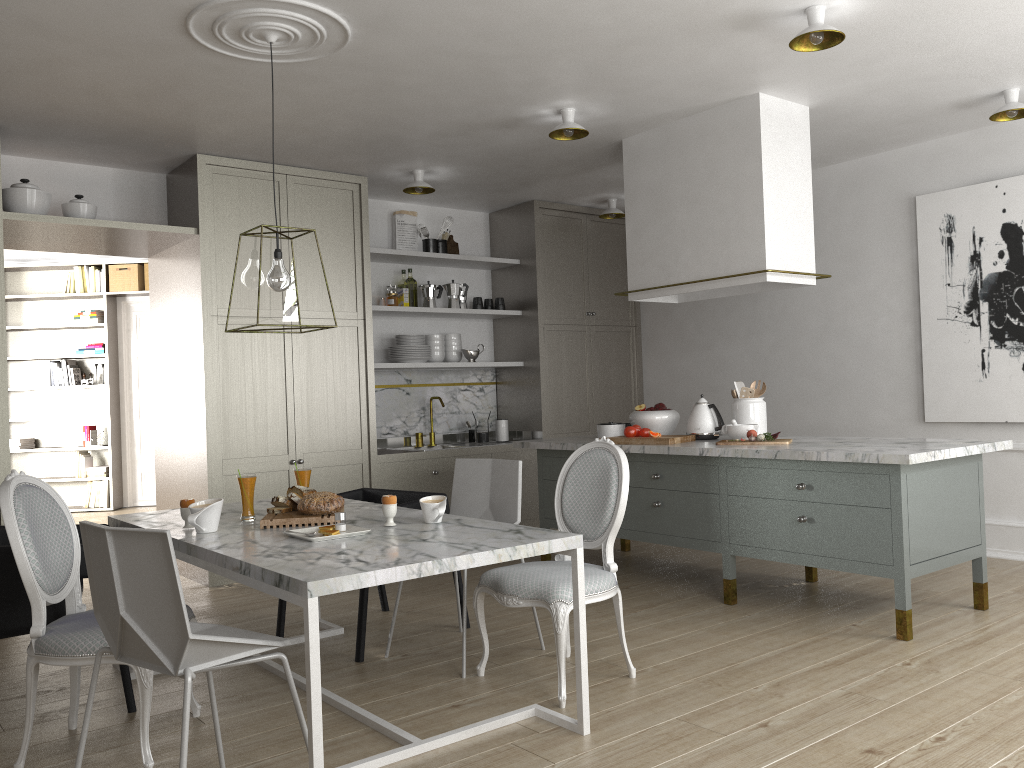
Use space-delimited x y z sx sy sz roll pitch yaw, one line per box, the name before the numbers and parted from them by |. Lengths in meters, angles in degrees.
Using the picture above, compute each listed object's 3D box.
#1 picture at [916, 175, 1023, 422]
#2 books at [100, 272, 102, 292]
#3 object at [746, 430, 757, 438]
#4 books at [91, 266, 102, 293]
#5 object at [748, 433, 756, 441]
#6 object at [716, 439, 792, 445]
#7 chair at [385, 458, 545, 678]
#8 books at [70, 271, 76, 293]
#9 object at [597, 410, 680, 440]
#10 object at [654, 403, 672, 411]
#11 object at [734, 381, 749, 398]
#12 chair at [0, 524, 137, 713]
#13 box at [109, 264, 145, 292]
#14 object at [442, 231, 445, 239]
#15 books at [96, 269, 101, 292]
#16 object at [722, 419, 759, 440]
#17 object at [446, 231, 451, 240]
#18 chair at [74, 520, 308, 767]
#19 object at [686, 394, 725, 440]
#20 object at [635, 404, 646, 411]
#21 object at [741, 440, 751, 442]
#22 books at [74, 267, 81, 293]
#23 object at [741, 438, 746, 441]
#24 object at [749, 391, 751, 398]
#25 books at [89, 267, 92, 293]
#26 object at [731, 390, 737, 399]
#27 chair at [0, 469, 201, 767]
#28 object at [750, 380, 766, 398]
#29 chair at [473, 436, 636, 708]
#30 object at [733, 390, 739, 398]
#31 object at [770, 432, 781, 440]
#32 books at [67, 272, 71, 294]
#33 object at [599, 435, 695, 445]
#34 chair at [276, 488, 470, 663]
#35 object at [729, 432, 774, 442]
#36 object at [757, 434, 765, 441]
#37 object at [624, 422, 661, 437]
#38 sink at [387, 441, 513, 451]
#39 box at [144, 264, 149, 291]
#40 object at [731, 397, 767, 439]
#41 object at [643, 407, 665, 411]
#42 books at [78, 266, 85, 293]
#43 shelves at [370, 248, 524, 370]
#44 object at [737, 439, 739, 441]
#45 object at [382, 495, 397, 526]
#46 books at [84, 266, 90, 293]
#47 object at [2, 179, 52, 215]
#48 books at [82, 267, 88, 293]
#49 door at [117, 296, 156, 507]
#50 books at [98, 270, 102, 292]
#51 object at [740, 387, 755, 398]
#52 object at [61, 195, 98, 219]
picture | 2.872 -0.460 4.569 0.039 1.315 1.545 -2 -1 -38
books | -3.996 -0.987 8.711 0.015 0.201 0.198 -2 -1 -3
object | 1.149 0.243 4.248 0.050 0.051 0.090 -2 -1 15
books | -4.071 -1.012 8.703 0.028 0.260 0.198 -2 -1 -3
object | 1.123 0.249 4.148 0.033 0.037 0.034 -2 -1 29
object | 1.146 0.274 4.196 0.330 0.012 0.220 -2 -1 22
chair | -0.201 0.679 3.448 0.470 0.745 0.439 -3 -1 42
books | -4.268 -0.985 8.669 0.041 0.217 0.146 -2 -1 -3
object | 0.702 0.225 4.919 0.491 0.156 0.364 -2 -1 28
object | 0.827 0.148 4.837 0.071 0.091 0.167 -2 -1 -13
object | 1.221 0.130 4.588 0.064 0.290 0.141 -2 -1 -25
chair | -1.636 0.803 3.060 0.609 0.597 0.569 -2 -1 -23
box | -3.744 -1.023 8.697 0.282 0.260 0.282 -2 -1 2
object | -0.497 -0.989 6.299 0.023 0.202 0.079 -2 -1 32
books | -4.031 -0.998 8.705 0.021 0.226 0.198 -2 -1 -3
object | 1.141 0.227 4.419 0.172 0.110 0.159 -2 -1 7
object | -0.479 -0.998 6.293 0.106 0.191 0.016 -2 -1 -28
chair | -0.757 0.686 2.121 0.470 0.745 0.439 -3 -1 37
object | 0.999 0.171 4.629 0.178 0.236 0.204 -2 -1 -2
object | 0.702 0.133 4.851 0.061 0.048 0.054 -2 -1 15
object | 1.094 0.266 4.151 0.043 0.008 0.059 -2 -1 4
books | -4.222 -1.007 8.695 0.054 0.262 0.198 -2 -1 -3
object | 1.088 0.262 4.169 0.013 0.017 0.030 -2 -1 -30
object | 1.250 0.151 4.618 0.050 0.247 0.114 -2 -1 -33
books | -4.094 -1.008 8.702 0.016 0.250 0.198 -2 -1 -3
object | 1.191 0.151 4.573 0.117 0.251 0.061 -2 -1 32
chair | -1.219 0.659 2.620 0.505 0.833 0.480 -2 -1 -6
object | 1.258 0.128 4.615 0.131 0.296 0.056 -2 -1 -19
chair | 0.162 0.613 3.124 0.505 0.833 0.480 -2 -1 -41
object | 1.216 0.151 4.616 0.118 0.250 0.033 -2 -1 2
object | 1.240 0.246 4.203 0.049 0.039 0.057 -2 -1 -41
books | -4.298 -0.979 8.665 0.048 0.208 0.146 -2 -1 -3
object | 0.691 0.285 4.537 0.400 0.030 0.290 -3 -1 37
chair | -0.599 0.772 3.784 0.569 0.597 0.609 -3 -1 42
object | 1.119 0.254 4.170 0.224 0.058 0.116 -2 -1 -2
object | 1.158 0.250 4.129 0.035 0.036 0.037 -3 -1 40
object | 0.675 0.234 4.532 0.194 0.079 0.135 -3 -1 40
sink | -0.364 0.511 6.153 0.877 0.174 0.475 -2 -1 -38
box | -3.397 -1.035 8.687 0.282 0.260 0.282 -2 -1 2
object | 1.224 0.176 4.578 0.174 0.208 0.174 -2 -1 -21
object | 0.770 0.162 4.832 0.135 0.074 0.154 -2 -1 -43
books | -4.186 -1.009 8.697 0.046 0.262 0.198 -2 -1 -3
shelves | -0.563 -0.497 6.180 1.339 0.775 0.352 -2 -1 -38
object | 1.060 0.266 4.193 0.028 0.010 0.015 -2 -1 26
object | -0.401 0.412 2.905 0.050 0.101 0.050 -2 -1 -31
books | -4.130 -1.014 8.700 0.043 0.267 0.198 -2 -1 -3
object | -2.481 -0.937 4.521 0.241 0.214 0.243 -2 -1 -33
books | -4.156 -1.010 8.712 0.051 0.262 0.198 -2 -1 -3
door | -3.320 0.157 8.834 1.137 2.082 0.068 -2 -1 -1
books | -4.012 -0.993 8.700 0.017 0.215 0.198 -2 -1 -3
object | 1.183 0.146 4.550 0.054 0.262 0.149 -2 -1 -23
object | -2.281 -0.917 4.677 0.174 0.161 0.176 -2 -1 -33
